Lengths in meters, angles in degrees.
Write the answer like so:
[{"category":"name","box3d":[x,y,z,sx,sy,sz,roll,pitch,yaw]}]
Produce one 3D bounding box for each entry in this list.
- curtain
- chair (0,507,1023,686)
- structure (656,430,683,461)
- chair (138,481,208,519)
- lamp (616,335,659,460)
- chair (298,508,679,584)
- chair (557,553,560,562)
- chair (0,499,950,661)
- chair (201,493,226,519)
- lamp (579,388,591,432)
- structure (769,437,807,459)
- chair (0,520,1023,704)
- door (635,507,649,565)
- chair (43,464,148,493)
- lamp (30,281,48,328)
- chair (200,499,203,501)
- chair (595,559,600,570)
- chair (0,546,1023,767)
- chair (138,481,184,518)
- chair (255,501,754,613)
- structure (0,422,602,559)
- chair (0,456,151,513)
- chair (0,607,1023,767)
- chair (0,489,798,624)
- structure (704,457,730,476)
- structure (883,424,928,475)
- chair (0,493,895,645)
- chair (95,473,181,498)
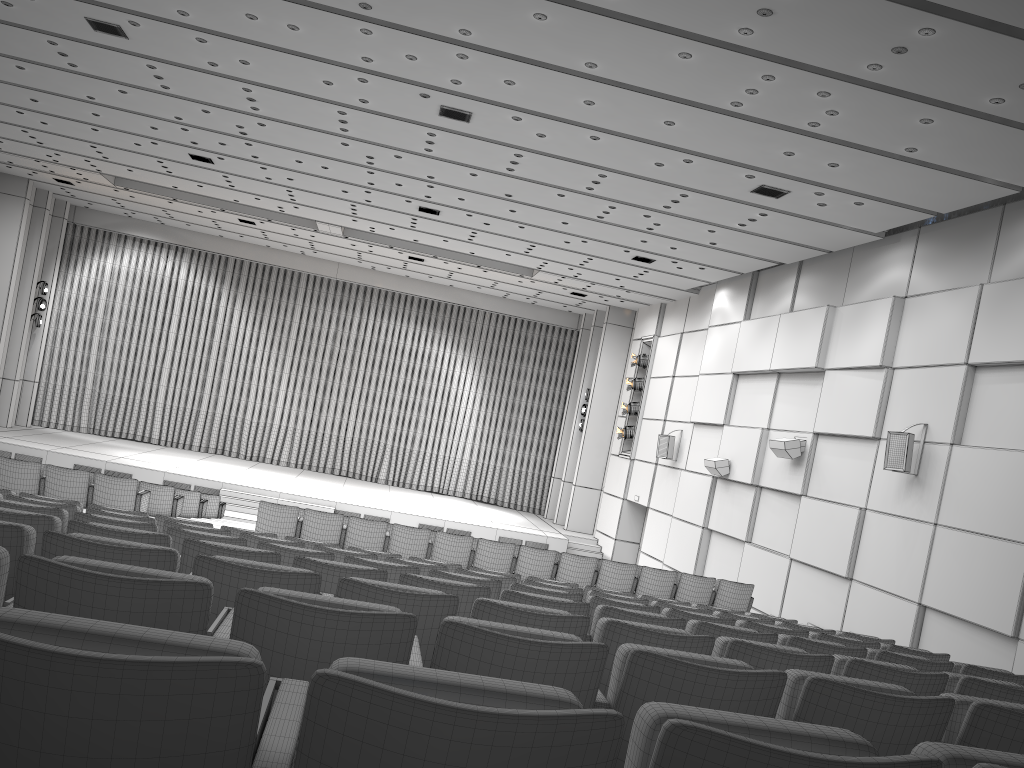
[{"category":"curtain","box3d":[-6.046,-0.404,28.269,16.165,6.524,1.425,11,1,-9]},{"category":"chair","box3d":[-3.079,0.812,4.447,13.779,0.622,0.611,11,-1,-9]},{"category":"structure","box3d":[3.650,1.389,20.559,0.406,0.745,0.413,11,0,39]},{"category":"chair","box3d":[-8.496,1.504,14.681,6.614,0.622,0.611,11,-1,-9]},{"category":"lamp","box3d":[3.362,0.358,23.701,0.758,3.342,1.018,11,1,-13]},{"category":"chair","box3d":[-0.159,2.544,12.667,6.063,0.622,0.611,11,-1,-9]},{"category":"chair","box3d":[-0.545,2.884,14.846,6.063,0.622,0.611,11,-1,-9]},{"category":"chair","box3d":[-3.298,0.976,5.532,13.228,0.622,0.611,11,-1,-9]},{"category":"chair","box3d":[-8.883,1.844,16.860,6.614,0.622,0.611,11,-1,-9]},{"category":"lamp","box3d":[2.257,0.797,26.138,0.438,1.479,0.384,11,1,-13]},{"category":"structure","box3d":[4.796,1.089,15.371,0.472,0.417,0.518,11,-1,-13]},{"category":"chair","box3d":[-2.911,0.636,3.353,13.228,0.622,0.611,11,-1,-9]},{"category":"door","box3d":[3.495,4.220,22.617,0.086,2.179,1.695,11,0,-8]},{"category":"chair","box3d":[-7.900,0.998,11.415,6.063,0.622,0.611,11,-1,-9]},{"category":"lamp","box3d":[-13.317,-2.254,24.829,0.437,1.479,0.384,11,1,-4]},{"category":"chair","box3d":[-8.673,1.678,15.773,6.063,0.622,0.611,11,-1,-9]},{"category":"chair","box3d":[-0.369,2.711,13.754,6.614,0.622,0.611,11,-1,-9]},{"category":"chair","box3d":[-2.692,0.472,2.268,13.779,0.622,0.611,11,-1,-9]},{"category":"chair","box3d":[-8.110,1.165,12.502,6.614,0.622,0.611,11,-1,-9]},{"category":"chair","box3d":[0.018,2.371,11.575,6.614,0.622,0.611,11,-1,-9]},{"category":"structure","box3d":[-6.222,3.163,25.252,17.857,0.846,8.303,11,-3,-9]},{"category":"chair","box3d":[-7.723,0.825,10.323,6.614,0.622,0.611,11,-1,-9]},{"category":"chair","box3d":[-2.525,0.297,1.174,13.228,0.622,0.611,11,-1,-9]},{"category":"chair","box3d":[-3.685,1.316,7.711,13.228,0.622,0.611,11,-1,-9]},{"category":"structure","box3d":[4.188,1.642,17.861,0.472,0.417,0.519,11,-1,-11]},{"category":"structure","box3d":[5.480,0.875,12.351,0.406,0.745,0.413,11,0,39]},{"category":"chair","box3d":[-3.465,1.151,6.625,13.779,0.622,0.611,11,-1,-9]},{"category":"chair","box3d":[-8.286,1.338,13.594,6.063,0.622,0.611,11,-1,-9]}]
